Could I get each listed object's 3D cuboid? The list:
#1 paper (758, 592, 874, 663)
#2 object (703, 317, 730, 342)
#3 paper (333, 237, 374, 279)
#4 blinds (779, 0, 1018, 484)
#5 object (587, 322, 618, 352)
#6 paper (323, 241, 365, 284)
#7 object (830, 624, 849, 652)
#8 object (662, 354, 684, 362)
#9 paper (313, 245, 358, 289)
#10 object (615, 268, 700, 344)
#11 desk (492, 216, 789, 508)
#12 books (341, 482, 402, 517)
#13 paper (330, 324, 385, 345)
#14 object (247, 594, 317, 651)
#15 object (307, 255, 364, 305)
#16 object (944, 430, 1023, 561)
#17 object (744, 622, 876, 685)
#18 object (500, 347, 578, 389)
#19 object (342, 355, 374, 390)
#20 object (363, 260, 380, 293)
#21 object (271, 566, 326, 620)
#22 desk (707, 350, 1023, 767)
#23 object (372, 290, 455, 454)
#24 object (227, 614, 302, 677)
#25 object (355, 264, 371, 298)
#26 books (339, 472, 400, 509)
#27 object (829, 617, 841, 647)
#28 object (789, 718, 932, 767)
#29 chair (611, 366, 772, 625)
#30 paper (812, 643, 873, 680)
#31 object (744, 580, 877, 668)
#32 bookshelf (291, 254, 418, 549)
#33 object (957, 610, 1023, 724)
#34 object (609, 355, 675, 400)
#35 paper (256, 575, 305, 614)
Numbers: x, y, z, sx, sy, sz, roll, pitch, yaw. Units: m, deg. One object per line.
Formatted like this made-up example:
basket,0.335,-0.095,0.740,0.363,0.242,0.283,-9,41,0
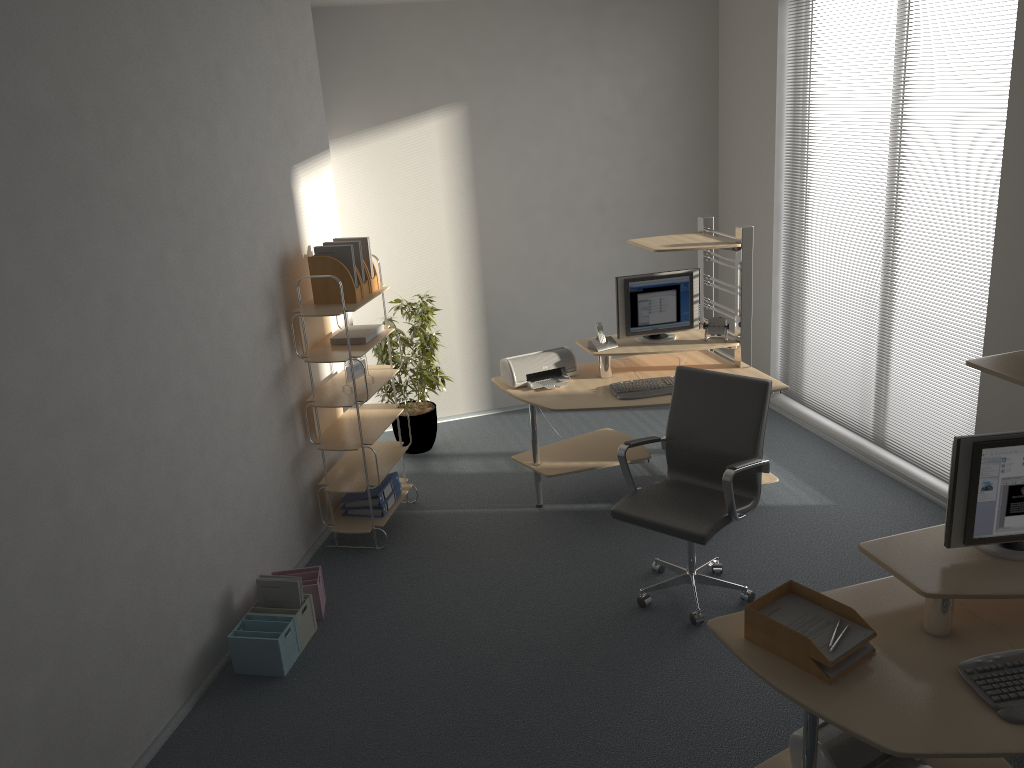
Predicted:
paper,0.902,0.733,2.689,0.210,0.010,0.297,-17,22,-33
object,1.219,-0.327,5.279,0.154,0.135,0.093,3,20,21
paper,-0.890,-0.676,5.006,0.213,0.297,0.045,1,19,15
blinds,2.181,-0.959,5.320,0.037,2.749,1.950,-9,19,-14
object,0.538,-0.291,5.304,0.150,0.151,0.119,-14,21,-27
paper,-0.922,-0.635,4.892,0.213,0.297,0.045,0,19,13
object,0.962,0.747,2.607,0.008,0.009,0.159,10,23,37
object,1.083,-0.107,5.397,0.168,0.088,0.742,-8,19,-12
paper,-0.945,-0.595,4.777,0.213,0.297,0.045,-1,19,10
object,0.877,-0.480,5.370,0.516,0.418,0.245,-4,19,0
desk,0.700,-0.059,5.157,1.469,1.566,0.967,-9,19,-14
books,-0.826,0.676,5.234,0.262,0.072,0.320,0,19,13
paper,-0.874,-0.282,5.024,0.213,0.046,0.297,0,19,12
object,-1.084,1.128,4.200,0.245,0.202,0.185,0,19,12
object,-0.946,-0.570,4.764,0.243,0.259,0.113,-1,19,10
object,1.627,0.318,2.824,0.516,0.418,0.245,-2,19,7
object,0.905,0.770,2.703,0.225,0.060,0.309,-17,22,-33
object,0.192,-0.088,5.261,0.438,0.162,0.351,-12,20,-21
object,-0.873,-0.073,4.985,0.077,0.161,0.192,7,21,30
object,-0.893,-0.651,4.993,0.243,0.259,0.113,1,19,15
object,-1.068,1.055,4.414,0.245,0.202,0.185,-6,19,-5
desk,1.454,0.746,2.589,1.469,1.566,0.967,-9,19,-14
object,-0.691,-0.073,6.200,0.544,1.147,0.644,0,19,14
object,-1.119,1.188,4.028,0.245,0.202,0.185,0,19,12
object,-0.923,-0.610,4.879,0.243,0.259,0.113,0,19,13
books,-0.839,0.624,5.219,0.263,0.100,0.320,0,19,13
object,0.960,0.738,2.635,0.008,0.009,0.159,6,21,29
object,1.152,1.147,2.782,0.438,0.162,0.351,-15,21,-28
chair,0.850,0.530,4.183,0.584,1.048,0.652,11,24,39
paper,0.906,0.782,2.706,0.210,0.019,0.297,-17,22,-33
object,0.901,0.717,2.685,0.225,0.060,0.309,-17,22,-33
bookshelf,-0.880,0.096,5.056,0.381,1.572,0.724,0,19,12
object,1.477,0.762,2.729,0.478,0.082,0.814,-6,19,-6
object,0.764,-0.044,5.291,0.478,0.082,0.814,-6,19,-6
paper,-1.086,1.056,4.191,0.220,0.306,0.068,0,19,12
